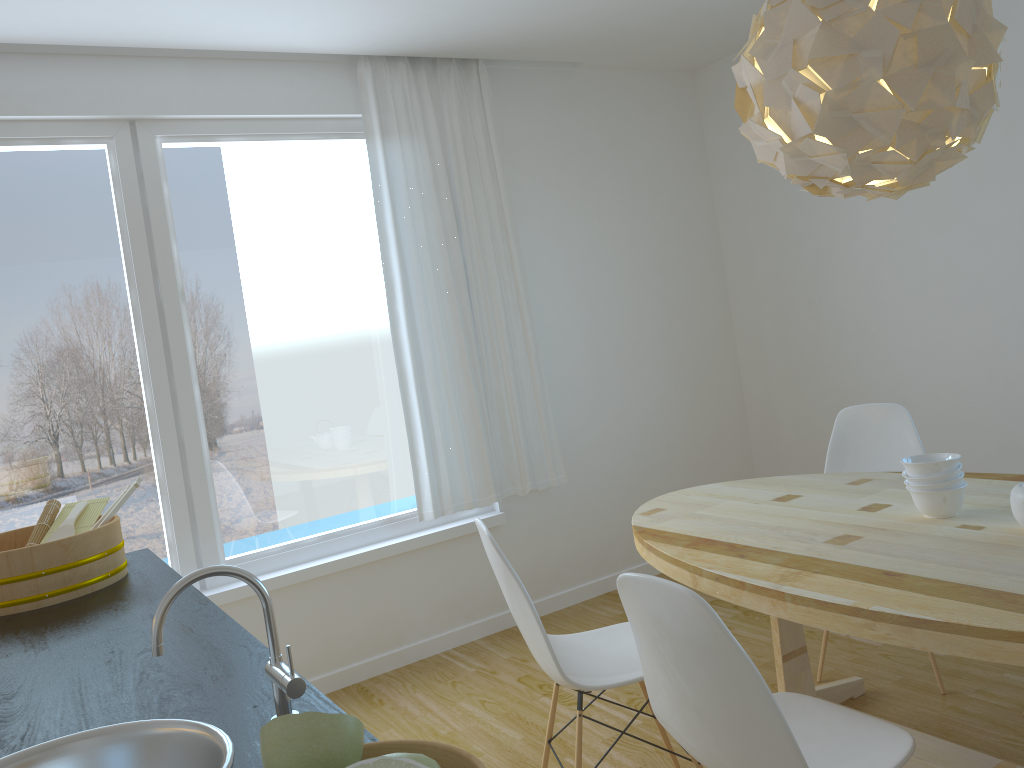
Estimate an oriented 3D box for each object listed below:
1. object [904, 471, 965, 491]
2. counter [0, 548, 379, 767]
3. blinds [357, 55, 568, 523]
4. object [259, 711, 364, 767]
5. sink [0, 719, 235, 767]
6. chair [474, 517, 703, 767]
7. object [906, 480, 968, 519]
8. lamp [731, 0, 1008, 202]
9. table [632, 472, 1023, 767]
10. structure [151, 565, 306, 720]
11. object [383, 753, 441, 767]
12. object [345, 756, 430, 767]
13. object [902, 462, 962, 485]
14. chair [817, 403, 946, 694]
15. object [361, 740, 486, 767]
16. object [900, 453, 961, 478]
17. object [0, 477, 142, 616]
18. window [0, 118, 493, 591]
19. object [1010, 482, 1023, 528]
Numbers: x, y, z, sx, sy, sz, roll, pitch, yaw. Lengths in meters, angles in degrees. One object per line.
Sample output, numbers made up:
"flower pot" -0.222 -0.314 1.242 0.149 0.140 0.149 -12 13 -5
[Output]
"object" 1.148 0.291 2.397 0.151 0.093 0.152 -8 3 8
"counter" -0.651 0.497 1.287 0.603 0.040 2.393 -11 4 -31
"blinds" -0.225 -0.514 4.119 0.798 2.159 0.149 -9 0 -31
"object" -0.150 0.275 0.669 0.077 0.072 0.074 -9 2 -6
"sink" -0.510 0.547 1.000 0.403 0.157 0.405 -8 3 11
"chair" 0.230 0.774 2.442 0.524 0.901 0.429 -9 1 -11
"object" 1.155 0.314 2.396 0.151 0.082 0.152 -8 3 8
"lamp" 0.862 -1.019 2.249 0.650 1.135 0.637 -9 1 -32
"table" 1.184 0.726 2.270 1.199 0.724 2.183 -10 4 -32
"structure" -0.348 0.334 1.085 0.163 0.215 0.096 -9 1 -31
"object" -0.087 0.311 0.637 0.097 0.085 0.082 -8 2 24
"object" -0.079 0.285 0.561 0.086 0.065 0.084 -9 2 -19
"object" 1.141 0.268 2.396 0.151 0.095 0.152 -9 3 -14
"chair" 1.324 0.556 3.232 0.428 0.901 0.526 -8 1 34
"object" -0.104 0.364 0.609 0.205 0.142 0.206 -8 3 20
"object" 1.139 0.240 2.398 0.152 0.087 0.152 -9 3 -3
"object" -1.138 0.390 2.142 0.378 0.214 0.430 -9 3 -3
"window" -1.409 -0.115 3.602 2.739 1.917 0.088 -10 1 -31
"object" 1.272 0.248 2.135 0.178 0.211 0.146 -10 1 -32
